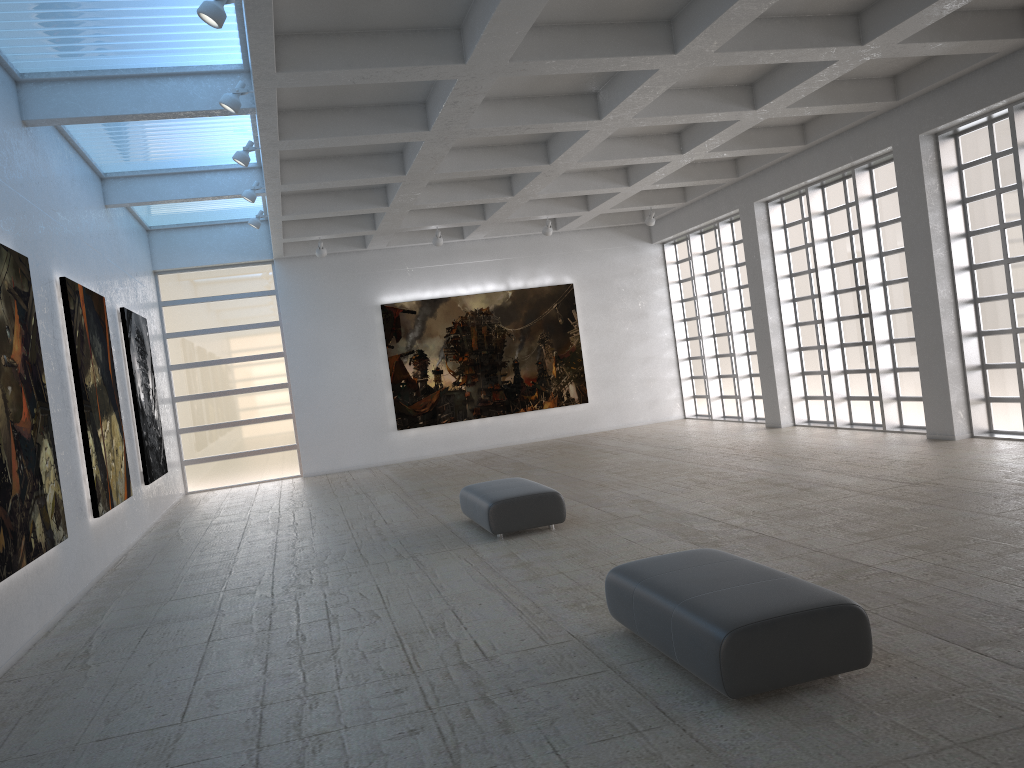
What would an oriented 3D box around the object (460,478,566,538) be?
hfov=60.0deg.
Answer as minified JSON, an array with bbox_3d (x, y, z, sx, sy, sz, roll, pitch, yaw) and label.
[{"bbox_3d":[-0.056,2.565,18.816,1.616,0.828,3.044,-8,1,-14],"label":"object"}]

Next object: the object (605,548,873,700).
[{"bbox_3d":[2.263,2.475,9.583,1.616,0.828,3.044,-8,1,-14],"label":"object"}]
